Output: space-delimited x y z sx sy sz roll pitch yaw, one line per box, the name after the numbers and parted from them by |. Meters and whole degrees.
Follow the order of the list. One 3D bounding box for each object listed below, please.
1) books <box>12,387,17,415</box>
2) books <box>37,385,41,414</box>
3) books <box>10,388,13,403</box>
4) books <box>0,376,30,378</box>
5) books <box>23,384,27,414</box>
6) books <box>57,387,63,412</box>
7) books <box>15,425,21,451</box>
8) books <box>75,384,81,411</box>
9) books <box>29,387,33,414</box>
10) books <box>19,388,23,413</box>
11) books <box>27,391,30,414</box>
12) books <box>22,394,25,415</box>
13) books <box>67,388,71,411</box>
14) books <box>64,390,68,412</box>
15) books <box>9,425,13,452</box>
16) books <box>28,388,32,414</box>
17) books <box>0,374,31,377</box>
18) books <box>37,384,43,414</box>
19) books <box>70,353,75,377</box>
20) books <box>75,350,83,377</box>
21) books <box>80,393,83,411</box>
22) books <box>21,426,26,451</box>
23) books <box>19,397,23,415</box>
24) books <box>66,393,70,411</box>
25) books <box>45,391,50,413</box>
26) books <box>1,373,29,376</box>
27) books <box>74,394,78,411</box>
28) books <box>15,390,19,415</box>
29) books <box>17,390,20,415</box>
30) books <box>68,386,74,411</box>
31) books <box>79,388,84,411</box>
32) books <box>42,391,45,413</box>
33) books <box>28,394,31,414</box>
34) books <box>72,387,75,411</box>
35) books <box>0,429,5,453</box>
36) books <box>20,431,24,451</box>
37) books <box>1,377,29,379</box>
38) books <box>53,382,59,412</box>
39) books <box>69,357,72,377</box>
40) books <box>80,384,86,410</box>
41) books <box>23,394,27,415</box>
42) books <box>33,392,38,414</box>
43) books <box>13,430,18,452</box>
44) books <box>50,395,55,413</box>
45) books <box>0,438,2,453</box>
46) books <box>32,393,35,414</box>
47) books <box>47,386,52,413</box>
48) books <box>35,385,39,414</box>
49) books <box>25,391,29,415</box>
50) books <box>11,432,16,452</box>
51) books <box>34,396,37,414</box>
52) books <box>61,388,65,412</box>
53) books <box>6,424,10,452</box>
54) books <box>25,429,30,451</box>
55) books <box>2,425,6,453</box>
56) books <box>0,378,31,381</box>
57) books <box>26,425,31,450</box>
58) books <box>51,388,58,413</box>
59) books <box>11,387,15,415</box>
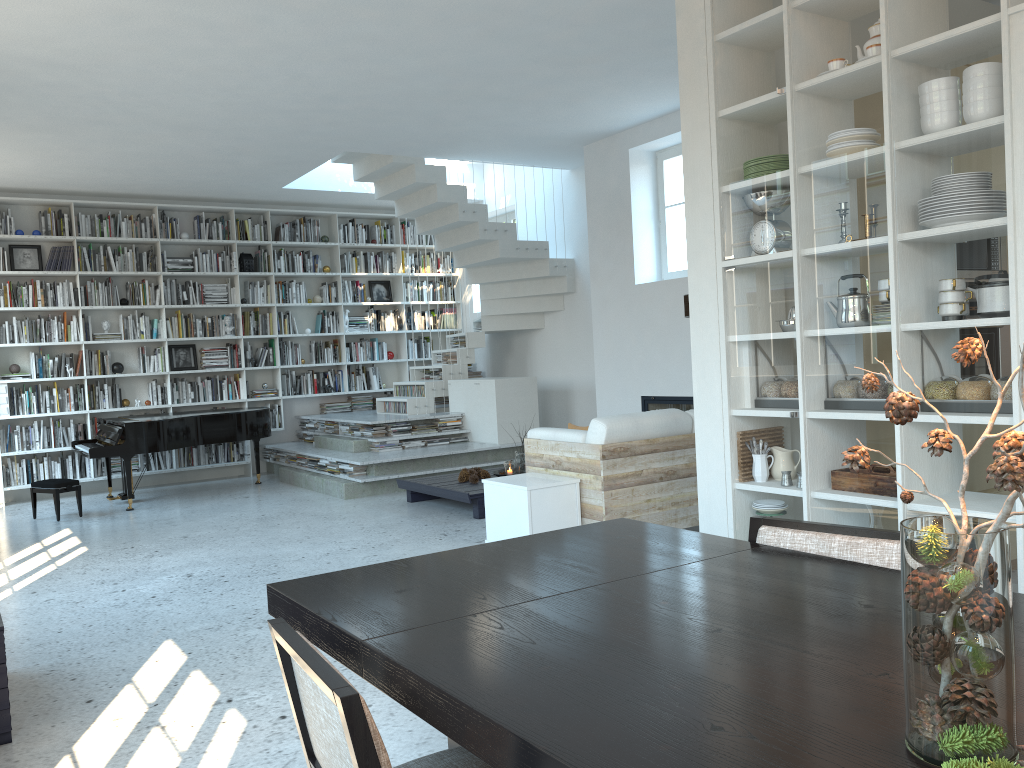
-5.168 0.177 9.212 0.014 0.294 0.171 -5 3 -33 | books
-4.974 0.160 9.315 0.019 0.300 0.180 -5 3 -33 | books
-5.195 0.183 9.205 0.008 0.285 0.159 -5 3 -33 | books
-5.164 -0.074 9.214 0.254 0.012 0.161 -4 2 -36 | books
-5.086 0.160 9.260 0.006 0.315 0.145 -5 3 -33 | books
-4.811 0.168 9.424 0.028 0.260 0.181 -5 3 -33 | books
-5.137 0.563 9.226 0.029 0.266 0.171 -5 3 -33 | books
-4.659 0.143 9.522 0.014 0.286 0.179 -5 3 -33 | books
-5.031 0.171 9.276 0.007 0.286 0.182 -5 3 -33 | books
-5.114 0.180 9.239 0.008 0.280 0.164 -5 3 -33 | books
-5.058 0.194 9.260 0.009 0.244 0.184 -5 3 -33 | books
-5.107 0.210 9.252 0.015 0.218 0.176 -5 3 -33 | books
-4.740 0.169 9.491 0.010 0.246 0.160 -5 3 -33 | books
-4.775 0.180 9.470 0.025 0.229 0.153 -5 3 -33 | books
-5.201 0.563 9.202 0.010 0.274 0.150 -5 3 -33 | books
-5.050 0.176 9.292 0.009 0.278 0.157 -5 3 -33 | books
-5.164 -0.086 9.212 0.285 0.012 0.159 -4 2 -29 | books
-4.968 0.156 9.334 0.012 0.306 0.189 -5 3 -33 | books
-4.710 -0.203 9.505 0.021 0.251 0.154 -5 3 -33 | books
-4.646 -0.219 9.500 0.082 0.276 0.228 -5 3 -33 | books
-4.658 0.192 9.561 0.023 0.187 0.130 -5 3 -33 | books
-5.107 0.569 9.275 0.022 0.248 0.133 -5 3 -33 | books
-5.112 0.226 9.217 0.019 0.189 0.193 -5 3 -33 | books
-4.756 0.196 9.487 0.023 0.194 0.140 -5 3 -33 | books
-4.913 0.190 9.371 0.027 0.230 0.159 -5 3 -33 | books
-5.168 -0.098 9.217 0.254 0.012 0.161 -4 2 -32 | books
-4.689 0.197 9.526 0.041 0.181 0.141 -5 3 -33 | books
-5.156 0.194 9.230 0.022 0.257 0.141 -5 3 -33 | books
-5.133 0.190 9.221 0.007 0.264 0.176 -5 3 -33 | books
-4.718 0.158 9.484 0.021 0.265 0.185 -5 3 -33 | books
-4.631 0.164 9.547 0.010 0.240 0.174 -5 3 -33 | books
-4.952 0.192 9.366 0.045 0.230 0.138 -5 3 -33 | books
-5.064 0.210 9.294 0.016 0.211 0.146 -5 3 -33 | books
-4.714 0.160 9.509 0.013 0.260 0.142 -5 3 -33 | books
-5.262 0.586 9.148 0.029 0.239 0.154 -5 3 -33 | books
-5.123 0.594 9.260 0.025 0.200 0.137 -5 3 -33 | books
-5.166 -0.061 9.219 0.254 0.012 0.161 -4 2 -32 | books
-4.838 0.138 9.416 0.021 0.323 0.172 -5 3 -33 | books
-4.728 -0.181 9.491 0.027 0.210 0.143 -5 3 -33 | books
-4.630 0.143 9.574 0.024 0.280 0.136 -5 3 -33 | books
-5.088 0.210 9.249 0.015 0.217 0.180 -5 3 -33 | books
-5.013 0.196 9.331 0.016 0.231 0.136 -5 3 -33 | books
-5.154 0.587 9.208 0.022 0.221 0.187 -5 3 -33 | books
-4.871 0.212 9.386 0.029 0.181 0.190 -5 3 -33 | books
-5.287 0.579 9.149 0.012 0.254 0.161 -5 3 -33 | books
-5.023 0.204 9.289 0.015 0.219 0.190 -5 3 -33 | books
-4.896 0.163 9.380 0.014 0.282 0.150 -5 3 -33 | books
-5.006 0.161 9.338 0.009 0.299 0.141 -5 3 -33 | books
-5.075 0.196 9.266 0.014 0.243 0.171 -5 3 -33 | books
-5.185 0.600 9.214 0.024 0.198 0.148 -5 3 -33 | books
-5.007 0.218 9.295 0.016 0.189 0.183 -5 3 -33 | books
-4.790 0.172 9.443 0.028 0.249 0.159 -5 3 -33 | books
-5.216 0.560 9.169 0.052 0.284 0.172 -5 3 -33 | books
-5.068 0.579 9.261 0.028 0.223 0.189 -5 3 -33 | books
-5.238 0.565 9.145 0.011 0.277 0.189 -5 3 -33 | books
-5.163 -0.049 9.215 0.285 0.012 0.159 -4 2 -30 | books
-5.053 0.561 9.273 0.013 0.257 0.189 -5 3 -33 | books
-4.855 0.174 9.408 0.026 0.254 0.176 -5 3 -33 | books
-5.185 0.180 9.210 0.016 0.290 0.152 -5 3 -33 | books
